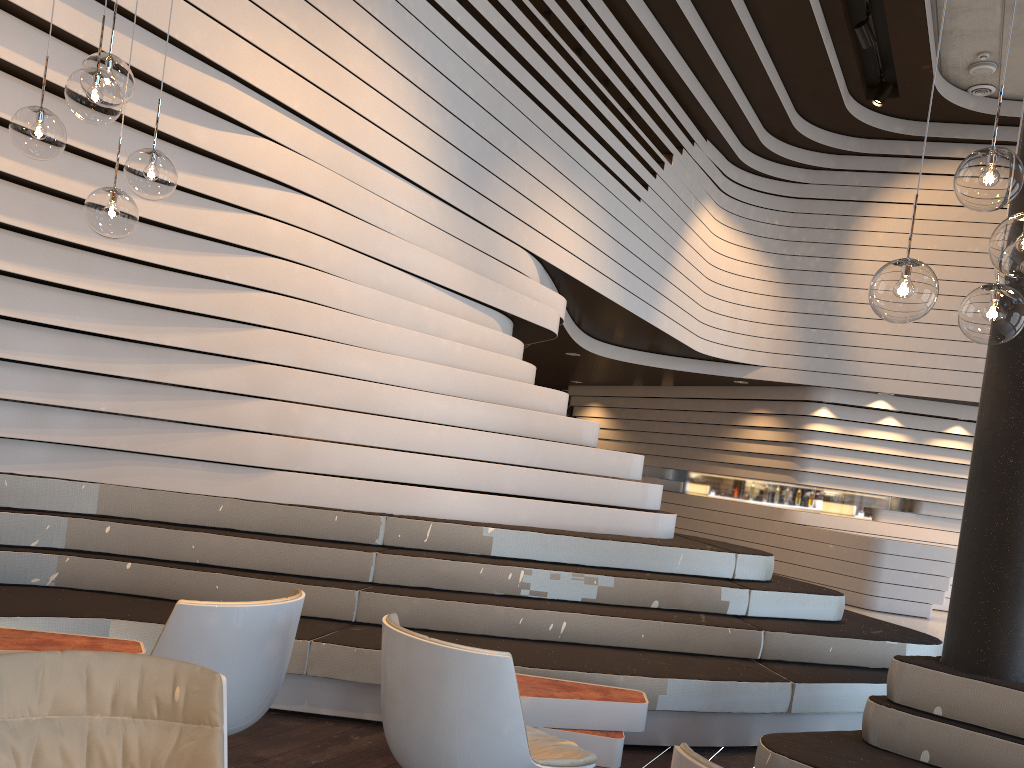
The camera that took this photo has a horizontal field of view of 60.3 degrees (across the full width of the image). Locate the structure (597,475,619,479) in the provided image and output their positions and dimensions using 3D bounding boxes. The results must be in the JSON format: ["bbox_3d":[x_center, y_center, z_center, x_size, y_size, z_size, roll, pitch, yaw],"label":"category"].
[{"bbox_3d":[1.613,1.566,15.048,0.017,0.470,0.801,6,-2,-36],"label":"structure"}]

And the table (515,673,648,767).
[{"bbox_3d":[0.106,1.459,3.687,0.905,0.371,0.414,8,-2,1],"label":"table"}]

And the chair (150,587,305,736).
[{"bbox_3d":[-1.104,1.038,2.970,0.709,0.767,0.657,7,-1,28],"label":"chair"}]

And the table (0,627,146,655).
[{"bbox_3d":[-1.934,1.162,3.416,0.907,0.371,0.413,9,-2,-24],"label":"table"}]

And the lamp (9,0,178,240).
[{"bbox_3d":[-1.092,-2.837,2.791,0.532,4.722,0.332,7,2,-10],"label":"lamp"}]

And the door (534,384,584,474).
[{"bbox_3d":[0.757,1.392,16.163,1.769,2.706,0.079,7,1,33],"label":"door"}]

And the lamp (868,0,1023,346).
[{"bbox_3d":[2.793,-1.809,7.740,9.025,4.617,42.026,6,-5,28],"label":"lamp"}]

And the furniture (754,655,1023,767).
[{"bbox_3d":[1.951,1.500,3.315,1.774,0.723,1.275,9,-4,-26],"label":"furniture"}]

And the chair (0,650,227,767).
[{"bbox_3d":[-0.850,0.965,1.659,0.657,0.767,0.710,8,-1,-22],"label":"chair"}]

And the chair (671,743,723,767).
[{"bbox_3d":[0.633,1.188,1.949,0.656,0.767,0.712,7,-1,29],"label":"chair"}]

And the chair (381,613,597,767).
[{"bbox_3d":[-0.113,1.162,2.856,0.656,0.767,0.712,7,-2,44],"label":"chair"}]
